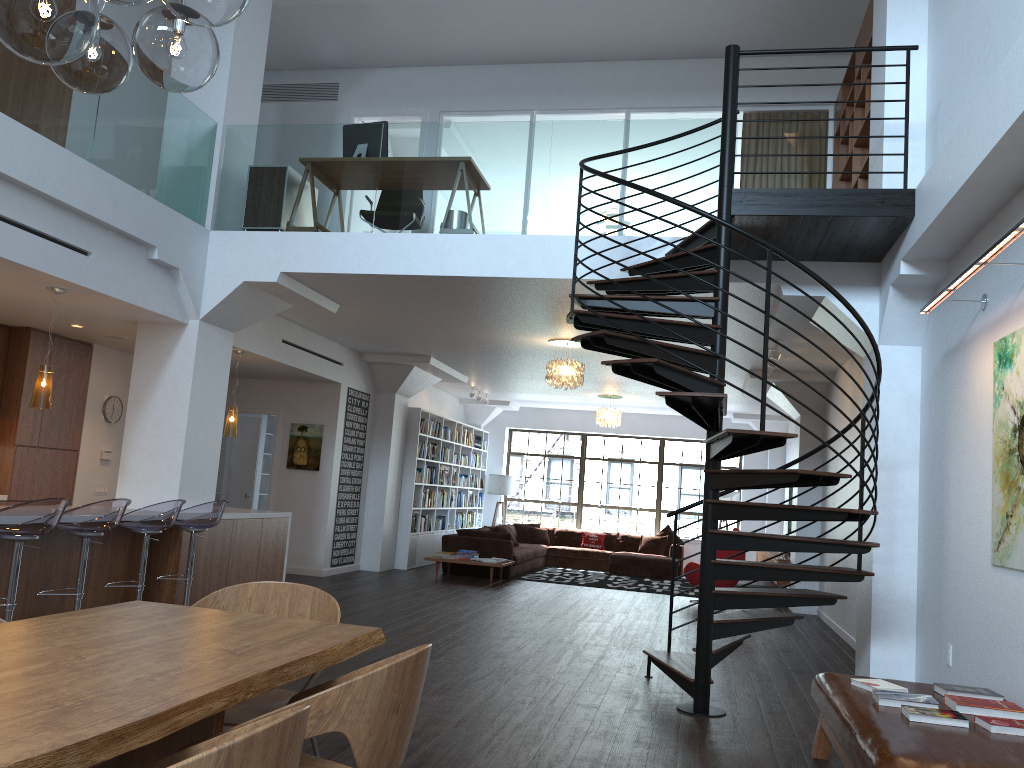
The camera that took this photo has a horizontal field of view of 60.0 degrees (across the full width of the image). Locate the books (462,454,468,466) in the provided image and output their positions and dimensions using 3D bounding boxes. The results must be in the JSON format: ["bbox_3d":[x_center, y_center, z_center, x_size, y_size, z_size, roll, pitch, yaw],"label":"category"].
[{"bbox_3d":[-0.886,1.409,16.420,0.140,0.231,0.042,3,-7,12],"label":"books"}]

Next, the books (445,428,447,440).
[{"bbox_3d":[-1.179,0.842,14.918,0.146,0.202,0.027,3,-7,12],"label":"books"}]

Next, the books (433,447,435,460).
[{"bbox_3d":[-1.333,1.116,14.270,0.161,0.223,0.032,3,-7,12],"label":"books"}]

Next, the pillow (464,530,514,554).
[{"bbox_3d":[-0.340,2.384,13.303,0.750,0.364,0.289,3,-7,11],"label":"pillow"}]

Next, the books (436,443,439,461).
[{"bbox_3d":[-1.287,1.115,14.510,0.176,0.291,0.053,3,-7,12],"label":"books"}]

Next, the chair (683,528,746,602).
[{"bbox_3d":[2.713,2.412,11.853,0.801,1.006,0.798,-1,-9,37],"label":"chair"}]

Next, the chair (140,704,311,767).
[{"bbox_3d":[-0.702,0.977,1.559,0.618,0.833,0.629,3,-7,14],"label":"chair"}]

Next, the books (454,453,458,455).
[{"bbox_3d":[-1.041,1.322,15.682,0.146,0.202,0.027,3,-7,12],"label":"books"}]

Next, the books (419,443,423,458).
[{"bbox_3d":[-1.471,1.015,13.582,0.172,0.235,0.112,3,-7,12],"label":"books"}]

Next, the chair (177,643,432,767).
[{"bbox_3d":[-0.540,1.080,2.303,0.617,0.830,0.629,3,-7,12],"label":"chair"}]

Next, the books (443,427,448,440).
[{"bbox_3d":[-1.164,0.839,15.003,0.140,0.231,0.042,3,-7,12],"label":"books"}]

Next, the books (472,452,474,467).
[{"bbox_3d":[-0.816,1.423,16.733,0.176,0.290,0.053,3,-7,12],"label":"books"}]

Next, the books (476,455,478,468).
[{"bbox_3d":[-0.753,1.482,17.042,0.180,0.259,0.060,3,-7,12],"label":"books"}]

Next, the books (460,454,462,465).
[{"bbox_3d":[-0.980,1.357,15.931,0.146,0.202,0.027,3,-7,12],"label":"books"}]

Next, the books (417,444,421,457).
[{"bbox_3d":[-1.490,1.015,13.523,0.161,0.218,0.101,3,-7,12],"label":"books"}]

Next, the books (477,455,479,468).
[{"bbox_3d":[-0.739,1.498,17.138,0.183,0.253,0.034,3,-7,12],"label":"books"}]

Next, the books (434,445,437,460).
[{"bbox_3d":[-1.316,1.122,14.420,0.160,0.251,0.031,3,-7,12],"label":"books"}]

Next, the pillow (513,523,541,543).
[{"bbox_3d":[0.316,2.793,16.525,0.580,0.418,0.334,6,-7,-14],"label":"pillow"}]

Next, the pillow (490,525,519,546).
[{"bbox_3d":[-0.135,2.585,14.979,0.325,0.391,0.625,1,-8,28],"label":"pillow"}]

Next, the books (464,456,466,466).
[{"bbox_3d":[-0.927,1.408,16.240,0.134,0.184,0.030,3,-7,12],"label":"books"}]

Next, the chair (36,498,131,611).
[{"bbox_3d":[-2.841,1.247,5.851,0.481,1.014,0.530,3,-7,10],"label":"chair"}]

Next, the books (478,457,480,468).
[{"bbox_3d":[-0.714,1.523,17.206,0.161,0.223,0.026,3,-7,12],"label":"books"}]

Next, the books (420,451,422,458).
[{"bbox_3d":[-1.472,1.018,13.627,0.172,0.239,0.093,3,-7,12],"label":"books"}]

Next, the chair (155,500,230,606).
[{"bbox_3d":[-2.566,1.418,7.077,0.481,1.014,0.530,3,-7,14],"label":"chair"}]

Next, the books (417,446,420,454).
[{"bbox_3d":[-1.502,1.023,13.444,0.161,0.182,0.170,3,-7,12],"label":"books"}]

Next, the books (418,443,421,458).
[{"bbox_3d":[-1.480,1.013,13.551,0.152,0.232,0.104,3,-7,12],"label":"books"}]

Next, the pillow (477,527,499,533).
[{"bbox_3d":[-0.320,2.376,13.574,0.269,0.411,0.559,9,-8,-31],"label":"pillow"}]

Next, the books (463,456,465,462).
[{"bbox_3d":[-0.931,1.408,16.215,0.128,0.178,0.022,3,-7,12],"label":"books"}]

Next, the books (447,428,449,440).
[{"bbox_3d":[-1.159,0.848,15.051,0.158,0.226,0.052,3,-7,12],"label":"books"}]

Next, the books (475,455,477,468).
[{"bbox_3d":[-0.762,1.474,16.960,0.183,0.253,0.034,3,-7,12],"label":"books"}]

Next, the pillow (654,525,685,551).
[{"bbox_3d":[2.771,2.843,16.094,0.651,0.587,0.335,5,-7,-9],"label":"pillow"}]

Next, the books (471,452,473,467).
[{"bbox_3d":[-0.847,1.411,16.627,0.198,0.284,0.066,3,-7,12],"label":"books"}]

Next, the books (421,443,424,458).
[{"bbox_3d":[-1.457,1.023,13.664,0.174,0.242,0.105,3,-7,12],"label":"books"}]

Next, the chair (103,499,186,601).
[{"bbox_3d":[-2.695,1.333,6.466,0.481,1.014,0.530,3,-7,10],"label":"chair"}]

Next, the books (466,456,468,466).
[{"bbox_3d":[-0.892,1.424,16.378,0.139,0.191,0.036,3,-7,12],"label":"books"}]

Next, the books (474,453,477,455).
[{"bbox_3d":[-0.763,1.460,16.998,0.176,0.290,0.036,3,-7,12],"label":"books"}]

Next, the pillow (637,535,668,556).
[{"bbox_3d":[2.530,2.892,15.968,0.542,0.362,0.248,0,-8,33],"label":"pillow"}]

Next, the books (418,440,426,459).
[{"bbox_3d":[-1.431,1.010,13.740,0.176,0.290,0.053,3,-7,12],"label":"books"}]

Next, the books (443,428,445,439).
[{"bbox_3d":[-1.205,0.828,14.813,0.146,0.202,0.027,3,-7,12],"label":"books"}]

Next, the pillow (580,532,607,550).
[{"bbox_3d":[1.495,2.890,16.309,0.465,0.308,0.220,3,-7,8],"label":"pillow"}]

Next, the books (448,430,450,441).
[{"bbox_3d":[-1.135,0.878,15.133,0.139,0.191,0.036,3,-7,12],"label":"books"}]

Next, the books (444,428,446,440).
[{"bbox_3d":[-1.191,0.832,14.837,0.146,0.202,0.027,3,-7,12],"label":"books"}]

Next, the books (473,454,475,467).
[{"bbox_3d":[-0.808,1.447,16.772,0.183,0.253,0.034,3,-7,12],"label":"books"}]

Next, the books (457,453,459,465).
[{"bbox_3d":[-1.027,1.326,15.706,0.146,0.202,0.027,3,-7,12],"label":"books"}]

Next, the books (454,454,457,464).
[{"bbox_3d":[-1.047,1.326,15.619,0.128,0.178,0.021,3,-7,12],"label":"books"}]

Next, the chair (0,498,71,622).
[{"bbox_3d":[-2.943,1.163,5.232,0.481,1.014,0.530,3,-7,14],"label":"chair"}]

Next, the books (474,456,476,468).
[{"bbox_3d":[-0.782,1.479,16.887,0.161,0.223,0.027,3,-7,12],"label":"books"}]

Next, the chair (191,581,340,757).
[{"bbox_3d":[-0.952,1.155,3.160,0.629,0.833,0.618,3,-7,7],"label":"chair"}]

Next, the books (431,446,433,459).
[{"bbox_3d":[-1.360,1.105,14.201,0.161,0.223,0.033,3,-7,12],"label":"books"}]

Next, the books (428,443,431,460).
[{"bbox_3d":[-1.386,1.072,14.092,0.180,0.259,0.042,3,-7,12],"label":"books"}]

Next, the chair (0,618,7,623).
[{"bbox_3d":[-1.695,1.025,2.560,0.618,0.833,0.629,3,-7,10],"label":"chair"}]

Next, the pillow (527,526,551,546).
[{"bbox_3d":[0.481,2.807,16.388,0.489,0.337,0.238,7,-7,-18],"label":"pillow"}]
